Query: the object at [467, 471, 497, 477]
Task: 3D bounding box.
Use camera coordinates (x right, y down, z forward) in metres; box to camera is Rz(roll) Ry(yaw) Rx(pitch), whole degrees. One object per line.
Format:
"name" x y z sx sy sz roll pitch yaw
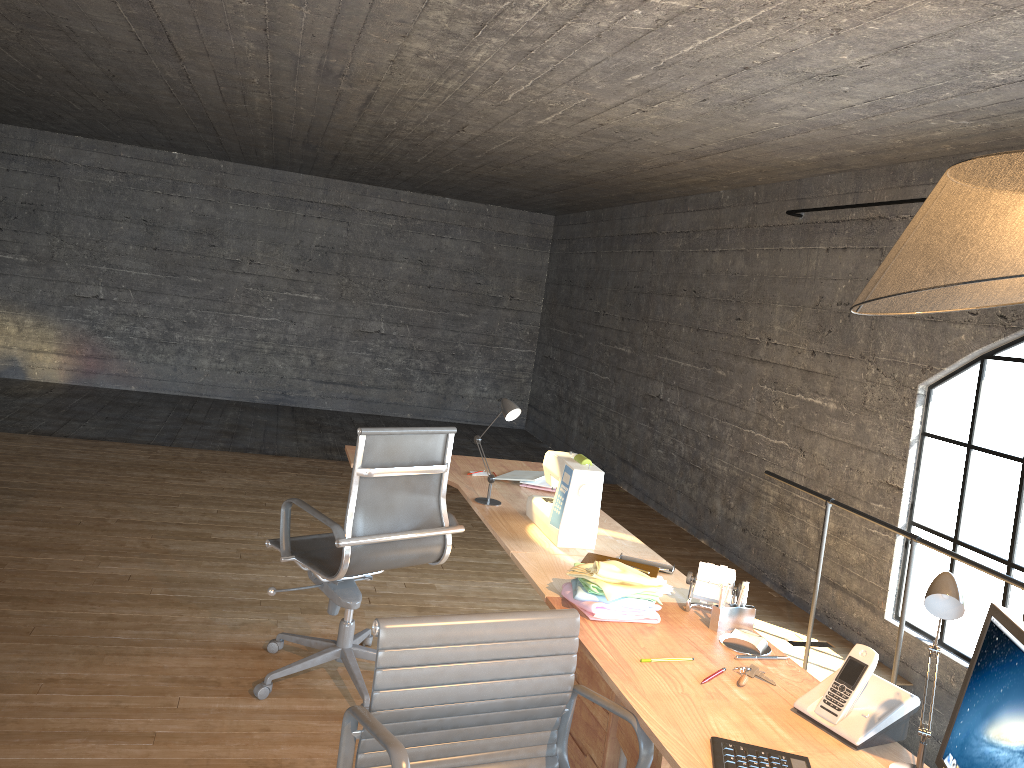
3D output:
"object" -0.138 0.391 3.899 0.142 0.013 0.128 7 6 -12

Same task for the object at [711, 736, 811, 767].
"object" 0.441 0.731 1.486 0.187 0.011 0.492 9 6 9

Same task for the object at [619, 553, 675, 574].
"object" 0.435 0.577 2.845 0.181 0.025 0.075 10 6 15

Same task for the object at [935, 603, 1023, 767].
"object" 0.777 0.601 1.355 0.286 0.390 0.471 8 4 10

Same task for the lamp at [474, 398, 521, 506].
"lamp" -0.071 0.252 3.415 0.105 0.408 0.209 8 2 -29

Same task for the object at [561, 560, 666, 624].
"object" 0.279 0.548 2.422 0.255 0.130 0.254 7 5 -12

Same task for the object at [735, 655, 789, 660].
"object" 0.625 0.681 2.196 0.158 0.011 0.011 6 4 -18

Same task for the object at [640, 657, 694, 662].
"object" 0.371 0.657 2.102 0.146 0.007 0.008 6 4 -22

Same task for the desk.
"desk" -0.215 0.911 2.477 1.630 0.736 3.537 7 6 -14

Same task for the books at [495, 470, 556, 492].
"books" 0.116 0.413 3.881 0.319 0.044 0.307 10 6 19

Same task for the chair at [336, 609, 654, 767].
"chair" 0.012 0.961 1.724 0.650 0.857 0.690 7 3 -29

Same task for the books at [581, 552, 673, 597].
"books" 0.353 0.569 2.679 0.292 0.054 0.260 11 6 25

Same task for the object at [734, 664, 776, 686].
"object" 0.566 0.681 2.061 0.096 0.024 0.108 8 6 -1

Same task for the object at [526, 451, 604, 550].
"object" 0.183 0.382 3.121 0.136 0.283 0.406 8 4 -16

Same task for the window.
"window" 1.315 0.570 0.664 3.211 1.865 6.924 11 6 35

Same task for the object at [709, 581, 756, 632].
"object" 0.600 0.598 2.380 0.133 0.128 0.039 7 1 -20

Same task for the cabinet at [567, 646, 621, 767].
"cabinet" 0.409 1.054 2.748 0.425 0.571 0.428 7 3 -18

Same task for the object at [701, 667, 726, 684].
"object" 0.465 0.675 2.044 0.012 0.009 0.125 11 7 37

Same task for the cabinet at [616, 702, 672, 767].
"cabinet" 0.520 1.123 2.241 0.471 0.571 0.427 8 3 -8

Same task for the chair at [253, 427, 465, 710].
"chair" -0.609 0.623 3.344 0.690 1.013 0.649 10 3 44

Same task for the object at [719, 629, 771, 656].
"object" 0.603 0.661 2.276 0.131 0.026 0.133 6 6 -15

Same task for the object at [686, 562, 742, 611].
"object" 0.568 0.580 2.484 0.155 0.135 0.099 9 3 20

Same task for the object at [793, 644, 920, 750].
"object" 0.743 0.652 1.894 0.189 0.164 0.171 6 4 -30

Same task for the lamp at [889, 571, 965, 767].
"lamp" 0.819 0.559 1.707 0.106 0.408 0.206 9 2 42
